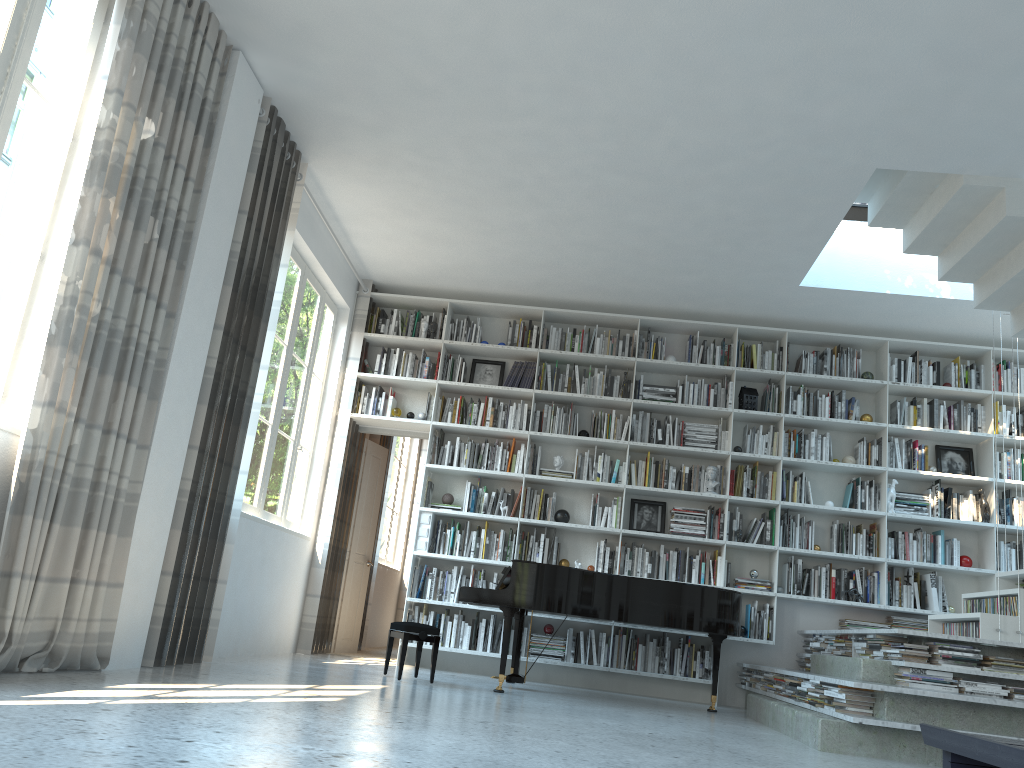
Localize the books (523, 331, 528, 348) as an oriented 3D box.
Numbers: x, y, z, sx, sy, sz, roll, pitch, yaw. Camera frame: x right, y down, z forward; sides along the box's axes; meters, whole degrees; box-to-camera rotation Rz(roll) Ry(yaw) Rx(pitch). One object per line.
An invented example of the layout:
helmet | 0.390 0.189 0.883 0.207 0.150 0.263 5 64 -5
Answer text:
books | 0.123 -0.352 7.909 0.027 0.190 0.178 6 -15 5

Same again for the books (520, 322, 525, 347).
books | 0.097 -0.396 7.918 0.011 0.273 0.184 6 -15 5

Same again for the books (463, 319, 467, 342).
books | -0.413 -0.444 7.966 0.007 0.271 0.155 6 -15 5

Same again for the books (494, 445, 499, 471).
books | -0.135 0.665 7.663 0.011 0.251 0.139 6 -15 5

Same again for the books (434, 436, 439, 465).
books | -0.645 0.601 7.686 0.027 0.265 0.176 6 -15 5

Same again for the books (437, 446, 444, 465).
books | -0.607 0.647 7.675 0.037 0.181 0.189 6 -15 5

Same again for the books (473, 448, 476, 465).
books | -0.320 0.671 7.678 0.010 0.203 0.139 6 -15 5

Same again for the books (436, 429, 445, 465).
books | -0.622 0.570 7.690 0.012 0.333 0.185 6 -15 5

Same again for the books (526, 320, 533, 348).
books | 0.154 -0.403 7.910 0.025 0.296 0.164 6 -15 5

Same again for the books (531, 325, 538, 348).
books | 0.202 -0.375 7.910 0.031 0.253 0.178 6 -15 5

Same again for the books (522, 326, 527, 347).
books | 0.109 -0.378 7.942 0.013 0.254 0.129 6 -15 5

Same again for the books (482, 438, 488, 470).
books | -0.235 0.628 7.665 0.013 0.299 0.152 6 -15 5

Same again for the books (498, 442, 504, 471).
books | -0.095 0.652 7.644 0.015 0.274 0.157 6 -15 5

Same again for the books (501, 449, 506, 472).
books | -0.067 0.686 7.652 0.021 0.220 0.149 6 -15 5

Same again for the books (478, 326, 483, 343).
books | -0.284 -0.397 7.963 0.013 0.209 0.137 6 -15 5

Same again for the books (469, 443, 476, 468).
books | -0.337 0.646 7.658 0.024 0.236 0.167 6 -15 5

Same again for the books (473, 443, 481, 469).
books | -0.303 0.649 7.664 0.023 0.242 0.185 6 -15 5

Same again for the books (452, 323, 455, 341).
books | -0.522 -0.422 7.978 0.032 0.209 0.159 6 -15 5

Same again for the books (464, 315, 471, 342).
books | -0.402 -0.451 7.952 0.015 0.279 0.191 6 -15 5

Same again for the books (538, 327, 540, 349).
books | 0.238 -0.367 7.921 0.039 0.251 0.147 6 -15 5

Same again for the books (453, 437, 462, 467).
books | -0.473 0.615 7.689 0.023 0.280 0.174 6 -15 5

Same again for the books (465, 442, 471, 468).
books | -0.369 0.638 7.661 0.021 0.246 0.189 6 -15 5

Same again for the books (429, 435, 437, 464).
books | -0.684 0.595 7.717 0.012 0.284 0.160 6 -15 5

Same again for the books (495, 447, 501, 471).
books | -0.116 0.673 7.669 0.028 0.242 0.132 6 -15 5

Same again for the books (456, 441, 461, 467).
books | -0.459 0.631 7.675 0.011 0.245 0.177 6 -15 5

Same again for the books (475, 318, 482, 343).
books | -0.306 -0.437 7.983 0.015 0.292 0.131 6 -15 5

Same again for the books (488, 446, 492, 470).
books | -0.185 0.666 7.648 0.013 0.228 0.177 6 -15 5

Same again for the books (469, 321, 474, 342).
books | -0.363 -0.427 7.968 0.013 0.252 0.129 6 -15 5

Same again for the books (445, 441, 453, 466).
books | -0.548 0.627 7.678 0.022 0.235 0.177 6 -15 5

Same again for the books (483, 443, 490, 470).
books | -0.220 0.653 7.668 0.021 0.256 0.156 6 -15 5

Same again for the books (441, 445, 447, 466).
books | -0.580 0.641 7.693 0.042 0.208 0.144 6 -15 5

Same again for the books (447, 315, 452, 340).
books | -0.560 -0.461 7.995 0.007 0.284 0.160 6 -15 5

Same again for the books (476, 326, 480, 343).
books | -0.298 -0.397 7.954 0.014 0.201 0.171 6 -15 5

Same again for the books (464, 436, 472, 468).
books | -0.382 0.616 7.676 0.011 0.292 0.184 6 -15 5

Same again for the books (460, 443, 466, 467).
books | -0.428 0.642 7.694 0.049 0.242 0.139 6 -15 5

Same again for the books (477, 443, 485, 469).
books | -0.266 0.651 7.679 0.048 0.255 0.142 6 -15 5

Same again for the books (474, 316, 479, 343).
books | -0.317 -0.446 7.974 0.007 0.300 0.146 6 -15 5

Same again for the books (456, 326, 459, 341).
books | -0.486 -0.409 7.979 0.017 0.193 0.129 6 -15 5

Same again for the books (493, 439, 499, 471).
books | -0.143 0.640 7.676 0.011 0.303 0.130 6 -15 5

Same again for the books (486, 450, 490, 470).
books | -0.202 0.680 7.660 0.021 0.204 0.130 6 -15 5

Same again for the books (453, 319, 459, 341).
books | -0.498 -0.440 7.974 0.012 0.248 0.180 6 -15 5

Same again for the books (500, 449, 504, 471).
books | -0.084 0.685 7.649 0.012 0.217 0.160 6 -15 5

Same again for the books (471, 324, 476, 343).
books | -0.337 -0.410 7.944 0.021 0.213 0.174 6 -15 5

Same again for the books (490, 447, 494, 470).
books | -0.171 0.671 7.658 0.013 0.227 0.152 6 -15 5

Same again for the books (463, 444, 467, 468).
books | -0.398 0.646 7.671 0.014 0.229 0.148 6 -15 5

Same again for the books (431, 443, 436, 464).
books | -0.671 0.631 7.697 0.026 0.208 0.155 6 -15 5

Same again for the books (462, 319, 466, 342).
books | -0.425 -0.439 7.967 0.016 0.260 0.154 6 -15 5

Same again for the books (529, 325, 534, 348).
books | 0.177 -0.377 7.926 0.022 0.260 0.152 6 -15 5

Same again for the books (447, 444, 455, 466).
books | -0.525 0.642 7.662 0.028 0.203 0.188 6 -15 5

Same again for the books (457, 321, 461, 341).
books | -0.470 -0.427 7.966 0.013 0.224 0.177 6 -15 5

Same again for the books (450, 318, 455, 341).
books | -0.539 -0.447 7.987 0.007 0.258 0.157 6 -15 5

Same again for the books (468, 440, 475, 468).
books | -0.351 0.633 7.680 0.011 0.270 0.158 6 -15 5

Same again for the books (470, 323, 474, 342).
books | -0.353 -0.413 7.953 0.013 0.219 0.181 6 -15 5

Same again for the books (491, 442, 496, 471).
books | -0.156 0.650 7.658 0.012 0.271 0.146 6 -15 5

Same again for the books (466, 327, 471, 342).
books | -0.387 -0.397 7.955 0.026 0.182 0.162 6 -15 5

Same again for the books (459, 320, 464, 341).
books | -0.454 -0.433 7.971 0.016 0.242 0.156 6 -15 5

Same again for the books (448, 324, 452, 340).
books | -0.554 -0.423 7.975 0.017 0.203 0.143 6 -15 5

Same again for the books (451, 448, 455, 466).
books | -0.499 0.664 7.700 0.021 0.187 0.129 6 -15 5

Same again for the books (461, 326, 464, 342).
books | -0.442 -0.404 7.972 0.014 0.192 0.147 6 -15 5
